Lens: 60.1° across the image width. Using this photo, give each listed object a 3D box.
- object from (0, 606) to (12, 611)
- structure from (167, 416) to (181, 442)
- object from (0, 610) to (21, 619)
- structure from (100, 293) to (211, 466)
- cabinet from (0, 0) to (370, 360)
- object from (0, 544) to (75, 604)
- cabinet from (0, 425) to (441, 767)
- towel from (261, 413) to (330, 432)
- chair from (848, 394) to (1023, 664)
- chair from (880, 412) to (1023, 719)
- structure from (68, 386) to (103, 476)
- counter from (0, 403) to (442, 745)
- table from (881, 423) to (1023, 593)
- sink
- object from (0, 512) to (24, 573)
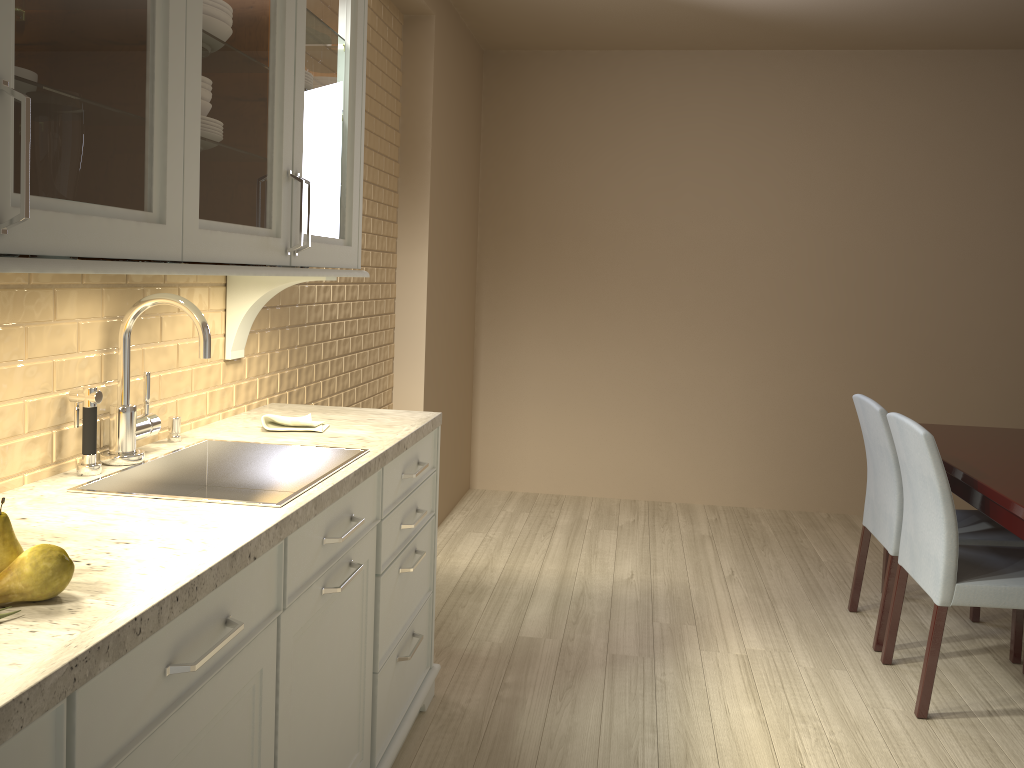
[{"bbox_3d":[-0.600,0.252,0.920,0.030,0.012,0.149,5,8,27],"label":"object"},{"bbox_3d":[-0.747,0.101,1.958,0.029,0.056,0.029,0,4,-27],"label":"structure"},{"bbox_3d":[-0.586,0.254,0.907,0.040,0.013,0.156,5,7,23],"label":"object"},{"bbox_3d":[-0.688,-0.011,1.736,0.211,0.335,0.142,3,4,18],"label":"structure"},{"bbox_3d":[-0.636,-0.513,1.403,0.411,1.107,1.938,2,6,8],"label":"cabinet"},{"bbox_3d":[-0.549,0.218,1.008,0.066,0.063,0.095,4,6,27],"label":"object"},{"bbox_3d":[-0.665,0.608,1.483,0.638,0.789,2.231,3,6,8],"label":"cabinet"},{"bbox_3d":[-0.536,0.089,2.186,0.171,0.050,0.165,1,7,-6],"label":"towel"},{"bbox_3d":[1.463,0.467,3.085,0.506,0.825,0.401,3,4,8],"label":"chair"},{"bbox_3d":[1.398,0.520,2.633,0.506,0.825,0.401,3,4,8],"label":"chair"},{"bbox_3d":[-0.783,0.086,1.627,0.056,0.161,0.043,2,3,8],"label":"structure"},{"bbox_3d":[-0.611,0.211,1.447,0.523,0.035,2.210,3,7,8],"label":"counter"},{"bbox_3d":[1.697,0.607,2.635,0.751,0.677,1.768,3,6,8],"label":"table"},{"bbox_3d":[-0.538,0.367,1.718,0.380,0.413,0.487,3,5,8],"label":"sink"},{"bbox_3d":[-0.607,0.195,1.040,0.064,0.097,0.065,2,4,4],"label":"object"}]
